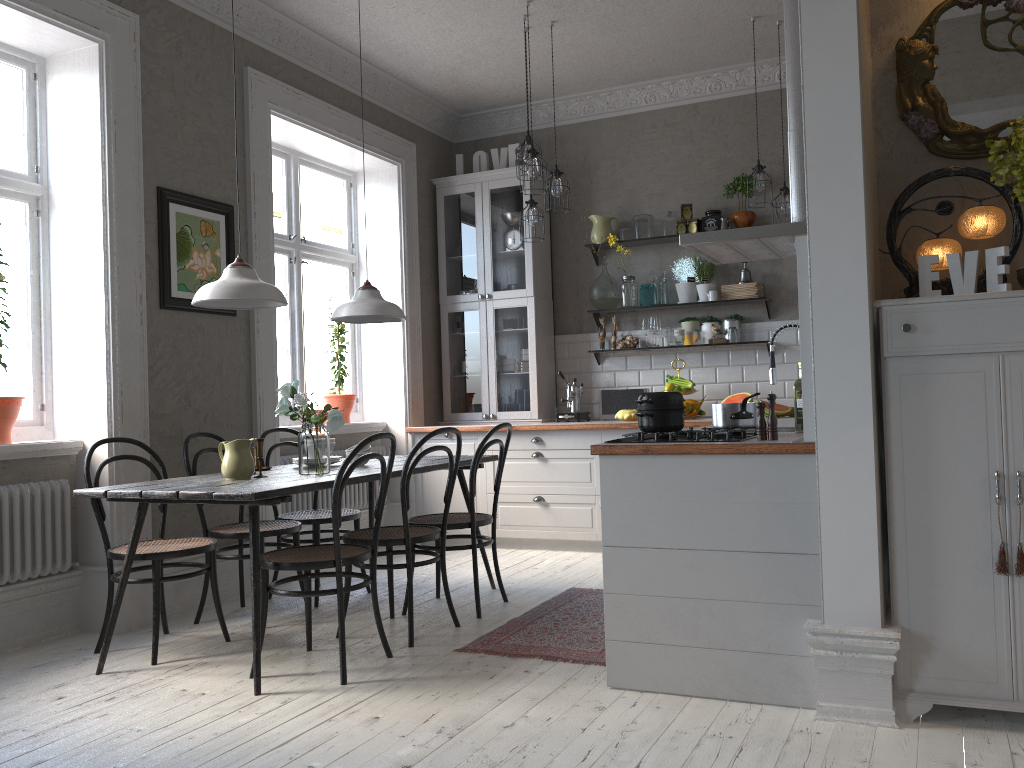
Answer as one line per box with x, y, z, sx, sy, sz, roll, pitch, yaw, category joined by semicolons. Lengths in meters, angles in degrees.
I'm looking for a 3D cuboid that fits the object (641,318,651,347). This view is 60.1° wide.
0.984;-0.369;6.484;0.081;0.217;0.082;-2;-1;11;object

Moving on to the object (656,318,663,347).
1.060;-0.372;6.445;0.081;0.217;0.082;-2;-1;11;object

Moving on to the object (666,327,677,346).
1.146;-0.338;6.344;0.079;0.139;0.078;-2;-1;-2;object

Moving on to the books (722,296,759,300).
1.616;-0.590;6.195;0.256;0.011;0.160;-2;-1;27;books

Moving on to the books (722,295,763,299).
1.616;-0.602;6.195;0.256;0.011;0.160;-3;-1;31;books

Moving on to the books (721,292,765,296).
1.615;-0.623;6.196;0.256;0.016;0.161;-3;-1;34;books

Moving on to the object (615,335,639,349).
0.846;-0.309;6.501;0.176;0.111;0.096;-2;-1;2;object

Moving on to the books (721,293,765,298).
1.615;-0.612;6.195;0.255;0.016;0.161;-3;-1;37;books

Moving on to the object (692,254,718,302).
1.368;-0.764;6.275;0.186;0.380;0.167;-2;-1;-14;object

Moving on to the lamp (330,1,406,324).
-0.757;-1.248;4.500;0.372;1.858;0.387;-3;-1;32;lamp

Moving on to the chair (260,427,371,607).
-1.081;0.694;4.813;0.538;0.920;0.447;-3;-1;37;chair

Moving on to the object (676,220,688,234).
1.224;-1.108;6.337;0.081;0.113;0.084;-2;-1;25;object

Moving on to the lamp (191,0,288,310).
-1.152;-1.251;3.682;0.386;1.858;0.372;-1;-1;-28;lamp

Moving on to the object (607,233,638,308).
0.800;-0.823;6.428;0.189;0.540;0.284;-2;-1;17;object

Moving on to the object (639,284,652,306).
0.996;-0.643;6.499;0.124;0.172;0.128;-2;-1;28;object

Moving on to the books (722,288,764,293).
1.614;-0.645;6.196;0.256;0.011;0.160;-2;-1;27;books

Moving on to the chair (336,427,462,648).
-0.493;0.657;3.966;0.538;0.920;0.446;-3;-1;32;chair

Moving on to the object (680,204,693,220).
1.245;-1.221;6.314;0.082;0.113;0.083;-2;-1;5;object

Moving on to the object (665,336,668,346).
1.152;-0.309;6.424;0.076;0.083;0.079;-3;-2;43;object

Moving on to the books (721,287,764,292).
1.614;-0.656;6.196;0.256;0.011;0.160;-3;-1;31;books

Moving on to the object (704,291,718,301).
1.404;-0.613;6.188;0.064;0.071;0.104;-1;-1;-35;object

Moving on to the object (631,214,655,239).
0.957;-1.132;6.465;0.175;0.184;0.169;-1;-1;-26;object

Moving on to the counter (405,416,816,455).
0.301;0.269;4.997;3.111;0.039;3.445;-2;-1;25;counter

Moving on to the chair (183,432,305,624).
-1.312;0.692;4.375;0.541;0.920;0.444;-2;-1;22;chair

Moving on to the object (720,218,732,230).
1.490;-1.112;6.160;0.092;0.096;0.076;-2;-1;25;object

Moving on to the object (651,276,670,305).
1.067;-0.664;6.368;0.127;0.206;0.122;-1;-1;-43;object

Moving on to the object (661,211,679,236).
1.159;-1.155;6.480;0.141;0.220;0.138;-2;-1;-16;object

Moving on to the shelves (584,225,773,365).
1.190;-0.595;6.379;1.295;0.923;0.232;-2;-1;24;shelves

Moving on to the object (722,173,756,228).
1.617;-1.266;6.161;0.246;0.397;0.255;-1;-1;-40;object

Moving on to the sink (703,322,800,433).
1.096;0.096;3.916;0.520;0.720;0.494;-2;-1;25;sink

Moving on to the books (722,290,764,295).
1.615;-0.634;6.196;0.256;0.011;0.160;-3;-1;31;books

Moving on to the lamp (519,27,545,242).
0.097;-1.743;5.421;0.147;1.735;0.146;-2;-1;-8;lamp

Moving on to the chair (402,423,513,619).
-0.263;0.658;4.402;0.541;0.920;0.444;-2;-1;22;chair

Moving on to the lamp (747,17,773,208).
1.475;-1.945;5.378;0.149;1.735;0.144;-1;-1;-33;lamp

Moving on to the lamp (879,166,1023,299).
1.441;-0.428;2.892;0.441;0.558;0.175;-3;-1;32;lamp

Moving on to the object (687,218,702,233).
1.301;-1.111;6.299;0.081;0.113;0.084;-3;-1;35;object

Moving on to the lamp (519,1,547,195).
0.096;-1.960;5.069;0.148;1.735;0.145;-1;-1;-18;lamp

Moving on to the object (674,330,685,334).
1.187;-0.357;6.277;0.076;0.051;0.078;-2;-1;11;object

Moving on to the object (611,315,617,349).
0.762;-0.380;6.567;0.062;0.264;0.052;-1;-1;-29;object

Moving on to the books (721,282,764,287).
1.613;-0.688;6.197;0.256;0.011;0.160;-3;-1;31;books

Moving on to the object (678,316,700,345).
1.274;-0.382;6.378;0.156;0.217;0.156;-2;-1;5;object

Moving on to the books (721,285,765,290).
1.613;-0.666;6.196;0.255;0.016;0.161;-3;-1;37;books

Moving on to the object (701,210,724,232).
1.432;-1.146;6.295;0.140;0.174;0.144;-2;-1;25;object

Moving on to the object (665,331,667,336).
1.151;-0.342;6.425;0.076;0.083;0.079;-3;-2;43;object

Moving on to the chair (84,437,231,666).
-1.555;0.690;3.865;0.538;0.920;0.446;-3;-1;32;chair

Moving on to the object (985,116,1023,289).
1.653;-0.554;2.710;0.347;0.553;0.291;-1;-1;-31;object

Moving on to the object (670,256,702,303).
1.272;-0.746;6.376;0.239;0.354;0.239;-3;-1;43;object

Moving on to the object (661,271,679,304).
1.154;-0.693;6.497;0.129;0.264;0.134;-2;-1;30;object

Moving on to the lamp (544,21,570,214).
0.247;-1.908;5.350;0.145;1.735;0.148;-2;-1;12;lamp

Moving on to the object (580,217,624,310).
0.661;-0.885;6.540;0.336;0.674;0.336;-2;-1;-7;object

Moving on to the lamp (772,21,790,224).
1.653;-1.827;5.446;0.147;1.735;0.146;-2;-1;-3;lamp

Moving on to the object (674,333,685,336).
1.188;-0.332;6.276;0.075;0.051;0.079;-3;-2;44;object

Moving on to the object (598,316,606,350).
0.674;-0.376;6.624;0.053;0.264;0.061;-2;-1;-4;object

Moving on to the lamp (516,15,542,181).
0.076;-2.086;5.255;0.145;1.735;0.148;-2;-1;12;lamp

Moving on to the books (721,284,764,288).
1.613;-0.677;6.197;0.256;0.016;0.161;-3;-1;34;books

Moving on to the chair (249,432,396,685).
-0.726;0.655;3.476;0.541;0.920;0.444;-2;-1;22;chair

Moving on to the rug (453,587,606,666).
0.363;1.081;4.062;0.724;0.014;1.310;-2;-1;25;rug

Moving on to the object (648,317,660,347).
1.023;-0.372;6.362;0.081;0.217;0.082;-2;-1;11;object

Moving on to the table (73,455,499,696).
-0.885;0.767;4.159;0.890;0.735;1.951;-2;-1;25;table
